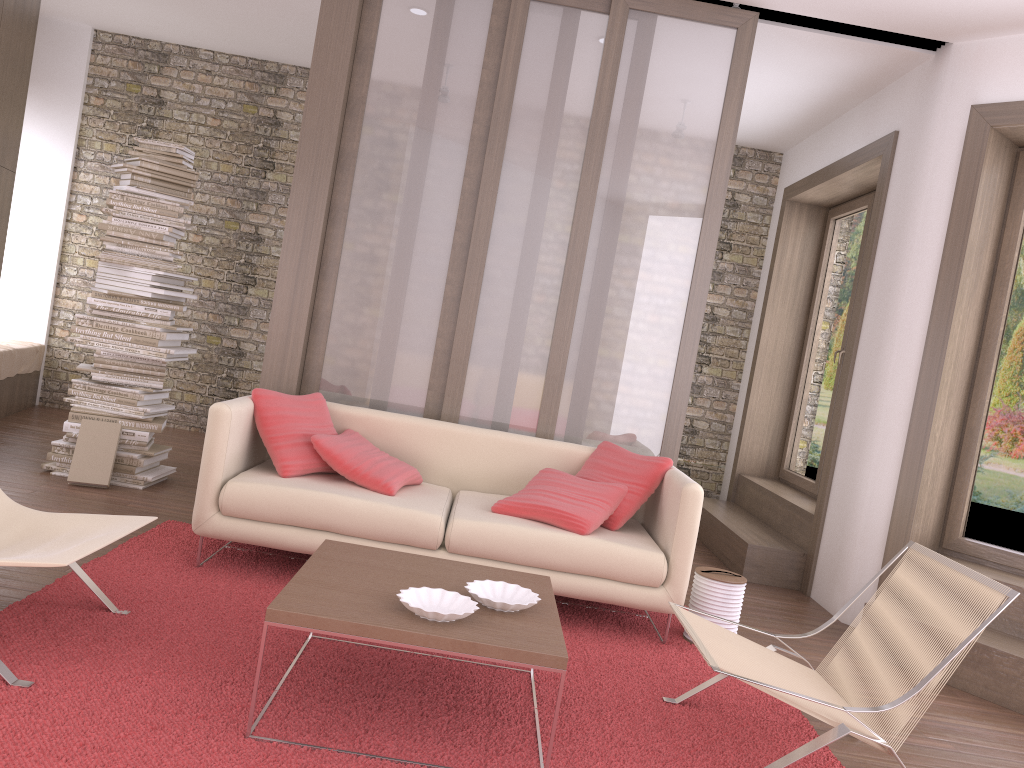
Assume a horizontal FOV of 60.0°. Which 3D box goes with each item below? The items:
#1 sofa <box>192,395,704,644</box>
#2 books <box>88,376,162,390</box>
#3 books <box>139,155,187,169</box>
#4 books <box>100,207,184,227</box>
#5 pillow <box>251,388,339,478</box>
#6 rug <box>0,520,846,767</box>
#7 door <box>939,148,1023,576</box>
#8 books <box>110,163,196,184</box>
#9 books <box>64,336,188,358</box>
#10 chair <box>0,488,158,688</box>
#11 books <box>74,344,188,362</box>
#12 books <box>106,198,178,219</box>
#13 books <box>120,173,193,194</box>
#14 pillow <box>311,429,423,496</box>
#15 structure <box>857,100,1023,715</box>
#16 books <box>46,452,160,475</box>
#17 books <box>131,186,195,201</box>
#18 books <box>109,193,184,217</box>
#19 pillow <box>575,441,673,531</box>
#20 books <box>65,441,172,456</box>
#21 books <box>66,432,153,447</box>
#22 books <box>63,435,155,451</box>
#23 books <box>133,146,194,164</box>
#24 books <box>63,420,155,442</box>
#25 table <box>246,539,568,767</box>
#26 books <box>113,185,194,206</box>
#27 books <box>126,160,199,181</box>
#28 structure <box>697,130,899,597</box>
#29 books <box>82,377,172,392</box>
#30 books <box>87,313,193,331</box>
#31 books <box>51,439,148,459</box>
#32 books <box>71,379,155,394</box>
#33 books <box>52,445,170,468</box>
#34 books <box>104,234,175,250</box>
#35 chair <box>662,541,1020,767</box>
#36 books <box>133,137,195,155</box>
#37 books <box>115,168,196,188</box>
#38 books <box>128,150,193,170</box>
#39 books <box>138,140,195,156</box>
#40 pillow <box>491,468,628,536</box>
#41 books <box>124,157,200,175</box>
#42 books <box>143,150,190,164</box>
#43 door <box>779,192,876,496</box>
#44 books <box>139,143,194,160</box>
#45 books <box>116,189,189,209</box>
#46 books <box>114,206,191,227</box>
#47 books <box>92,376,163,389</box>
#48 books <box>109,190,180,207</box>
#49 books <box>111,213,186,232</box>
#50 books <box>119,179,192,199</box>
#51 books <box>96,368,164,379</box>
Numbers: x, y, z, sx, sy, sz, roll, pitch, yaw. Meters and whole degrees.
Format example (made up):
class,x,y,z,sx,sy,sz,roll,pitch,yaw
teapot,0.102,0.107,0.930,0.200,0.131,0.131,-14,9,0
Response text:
class,x,y,z,sx,sy,sz,roll,pitch,yaw
sofa,-0.297,0.607,4.306,2.204,0.751,0.919,10,3,-2
books,-2.380,-0.010,5.483,0.413,0.006,0.322,9,3,-21
books,-2.151,-1.357,5.476,0.272,0.023,0.201,9,3,-21
books,-2.270,-1.018,5.468,0.470,0.022,0.306,9,3,-21
pillow,-1.024,0.241,4.342,0.379,0.377,0.498,12,3,33
rug,-0.324,1.045,2.992,2.938,0.016,3.344,10,3,-1
door,3.169,-0.045,4.252,0.142,2.275,1.800,8,3,-42
books,-2.206,-1.289,5.458,0.435,0.019,0.248,8,3,-41
books,-2.382,-0.230,5.520,0.612,0.028,0.399,10,3,-1
chair,-1.704,0.432,2.871,0.860,0.767,0.739,10,3,-2
books,-2.339,-0.197,5.489,0.542,0.016,0.423,10,3,-1
books,-2.267,-1.069,5.456,0.401,0.035,0.315,9,3,-21
books,-2.203,-1.239,5.495,0.371,0.036,0.211,8,3,-41
pillow,-0.706,0.380,4.352,0.467,0.224,0.507,10,3,11
structure,2.883,0.096,4.029,0.845,2.881,2.039,8,3,-42
books,-2.494,0.463,5.448,0.522,0.046,0.410,10,3,-1
books,-2.183,-1.173,5.477,0.351,0.010,0.284,8,3,-41
books,-2.251,-1.104,5.480,0.416,0.035,0.323,9,3,-21
pillow,0.476,0.498,4.428,0.379,0.377,0.498,8,3,-42
books,-2.420,0.371,5.472,0.542,0.020,0.320,10,3,-1
books,-2.449,0.316,5.422,0.442,0.025,0.346,9,3,-16
books,-2.468,0.340,5.456,0.469,0.028,0.368,9,3,-16
books,-2.146,-1.412,5.475,0.303,0.015,0.202,10,3,-1
books,-2.457,0.270,5.438,0.469,0.057,0.364,9,3,-16
table,-0.300,0.856,2.899,0.850,0.378,0.850,10,3,-1
books,-2.211,-1.159,5.467,0.404,0.026,0.266,8,3,-41
books,-2.161,-1.312,5.474,0.351,0.036,0.275,8,3,-41
structure,2.068,-0.154,6.416,0.808,2.881,2.039,10,3,-1
books,-2.382,0.000,5.501,0.448,0.016,0.264,10,3,4
books,-2.308,-0.388,5.532,0.542,0.020,0.320,10,3,-1
books,-2.476,0.383,5.446,0.510,0.020,0.399,10,3,-1
books,-2.430,0.010,5.484,0.422,0.016,0.330,10,3,4
books,-2.463,0.419,5.473,0.542,0.046,0.421,10,3,-1
books,-2.298,-0.873,5.471,0.395,0.009,0.233,9,3,-26
chair,1.000,0.896,2.943,0.853,0.762,0.739,10,3,-2
books,-2.142,-1.467,5.471,0.313,0.014,0.204,10,3,-1
books,-2.198,-1.266,5.463,0.412,0.019,0.259,8,3,-41
books,-2.164,-1.383,5.478,0.327,0.023,0.198,10,3,-1
books,-2.126,-1.452,5.466,0.277,0.008,0.216,10,3,-1
pillow,0.236,0.550,4.207,0.507,0.224,0.467,11,3,26
books,-2.158,-1.338,5.464,0.366,0.012,0.287,8,3,-41
books,-2.134,-1.397,5.484,0.258,0.010,0.183,9,3,-16
door,2.416,-0.279,6.401,0.117,2.221,1.750,10,3,-1
books,-2.130,-1.433,5.478,0.260,0.029,0.193,10,3,13
books,-2.220,-1.141,5.489,0.416,0.015,0.245,9,3,-21
books,-2.221,-1.034,5.491,0.434,0.019,0.324,9,3,-21
books,-2.371,-0.024,5.491,0.396,0.024,0.310,9,3,-21
books,-2.254,-1.130,5.456,0.392,0.015,0.306,9,3,-21
books,-2.231,-0.993,5.458,0.416,0.012,0.324,9,3,-21
books,-2.209,-1.202,5.497,0.371,0.036,0.211,8,3,-41
books,-2.364,-0.078,5.508,0.385,0.008,0.274,9,3,-21
